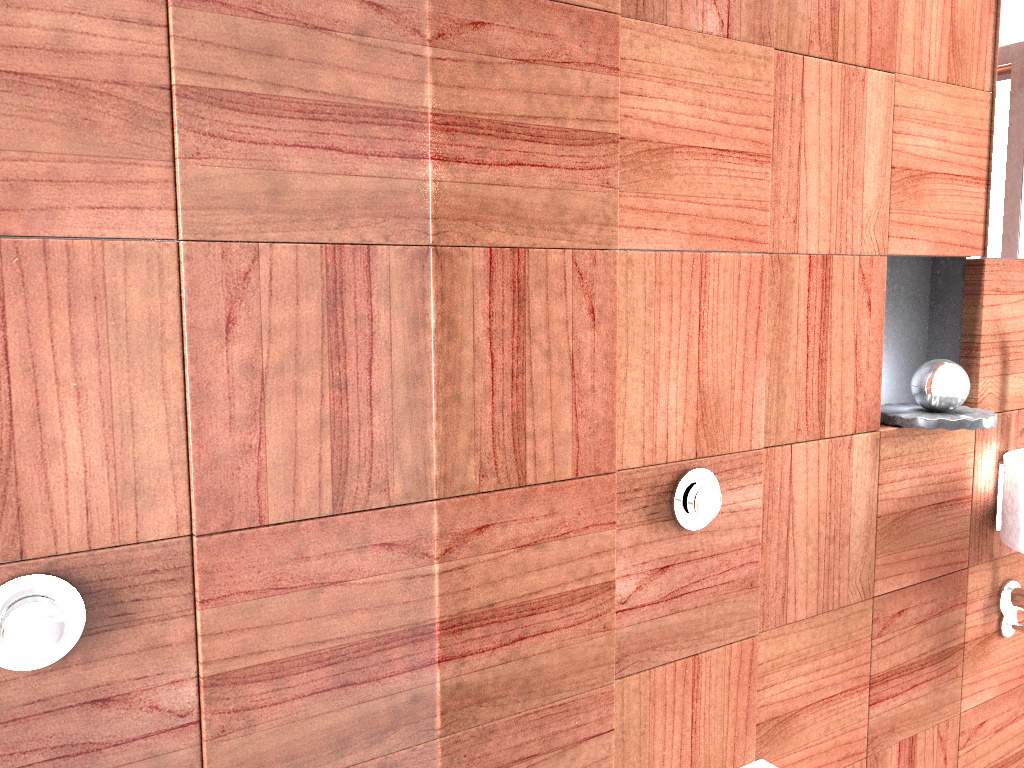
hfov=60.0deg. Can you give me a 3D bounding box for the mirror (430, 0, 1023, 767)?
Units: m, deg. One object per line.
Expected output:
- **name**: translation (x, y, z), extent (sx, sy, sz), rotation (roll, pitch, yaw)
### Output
- **mirror**: translation (0.300, -0.058, 0.495), extent (0.019, 2.183, 1.433), rotation (-4, 8, -33)

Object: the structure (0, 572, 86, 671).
- **structure**: translation (-0.472, 0.238, 0.874), extent (0.098, 0.098, 0.034), rotation (-4, 8, -33)
